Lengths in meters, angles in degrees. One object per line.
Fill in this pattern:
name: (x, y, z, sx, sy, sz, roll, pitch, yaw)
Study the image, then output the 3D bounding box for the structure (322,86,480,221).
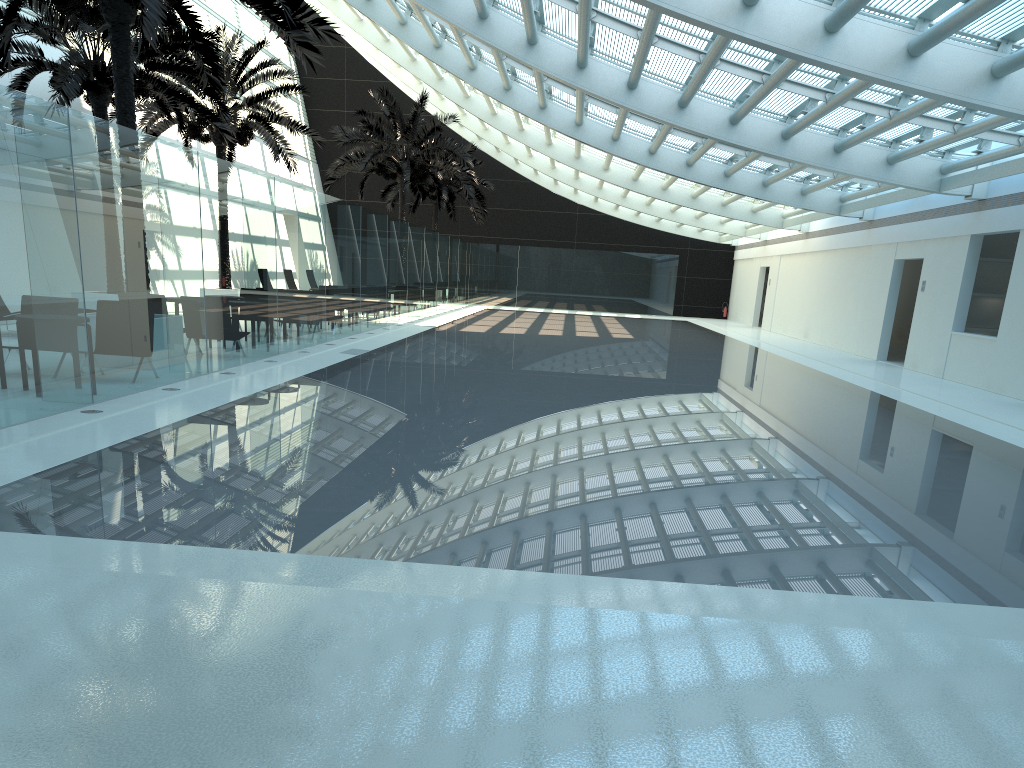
structure: (-3.654, -6.017, 29.103, 4.825, 7.303, 4.257, 2, 14, -3)

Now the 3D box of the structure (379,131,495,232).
structure: (-3.093, -6.975, 36.925, 4.452, 7.302, 4.616, -1, 15, -18)

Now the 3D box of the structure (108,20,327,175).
structure: (-7.492, -5.299, 22.141, 4.203, 7.172, 4.533, 14, 17, 35)

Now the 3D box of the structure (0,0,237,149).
structure: (-7.683, -4.548, 16.376, 4.637, 7.109, 4.106, -1, 15, -18)

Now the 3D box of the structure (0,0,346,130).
structure: (-4.906, -3.761, 10.713, 4.777, 7.303, 4.301, 9, 15, 21)
